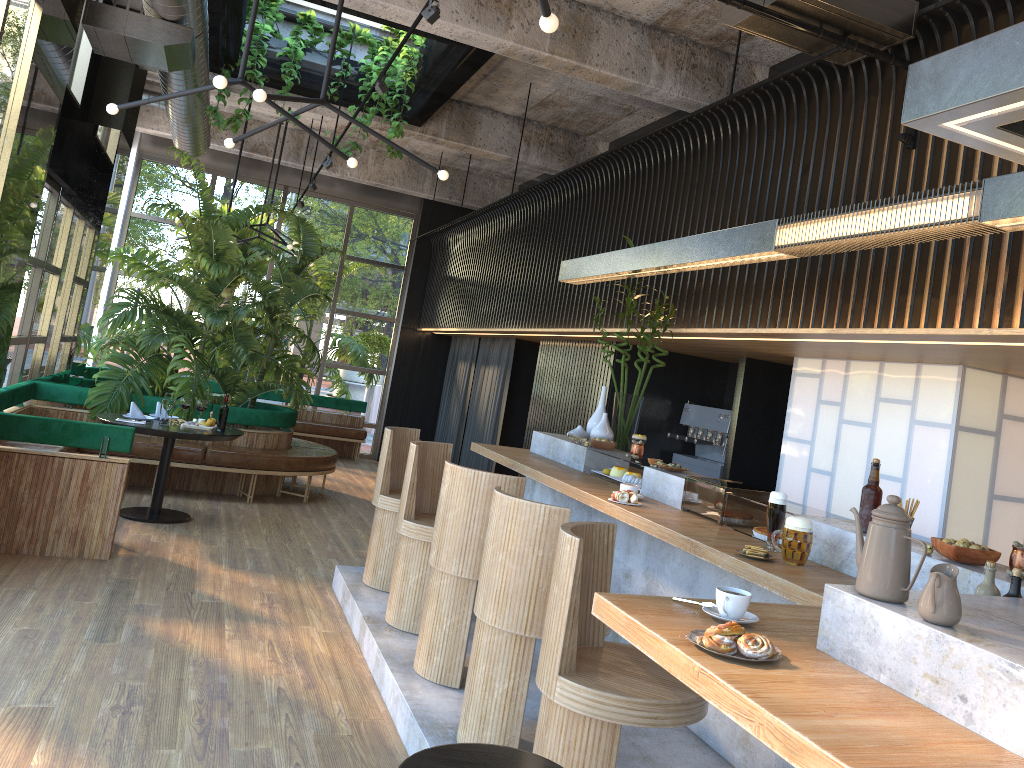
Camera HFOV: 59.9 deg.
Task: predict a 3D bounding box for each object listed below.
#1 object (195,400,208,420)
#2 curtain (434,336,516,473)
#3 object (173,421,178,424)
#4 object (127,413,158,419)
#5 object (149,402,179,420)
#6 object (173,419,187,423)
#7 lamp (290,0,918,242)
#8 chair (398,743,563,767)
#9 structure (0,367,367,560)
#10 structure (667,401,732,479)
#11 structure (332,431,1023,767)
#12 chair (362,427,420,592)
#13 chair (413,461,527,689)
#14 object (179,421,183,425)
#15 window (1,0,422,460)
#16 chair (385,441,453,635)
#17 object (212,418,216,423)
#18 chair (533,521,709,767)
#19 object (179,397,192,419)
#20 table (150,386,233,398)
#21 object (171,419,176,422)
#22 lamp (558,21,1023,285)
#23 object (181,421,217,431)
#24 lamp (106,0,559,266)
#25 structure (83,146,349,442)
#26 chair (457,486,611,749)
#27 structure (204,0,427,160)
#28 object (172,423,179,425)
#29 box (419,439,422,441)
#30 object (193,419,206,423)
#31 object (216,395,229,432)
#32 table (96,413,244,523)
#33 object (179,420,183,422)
[{"bbox_3d":[-2.637,0.239,7.513,0.106,0.202,0.098,12,-4,-31],"label":"object"},{"bbox_3d":[-0.600,0.339,12.037,0.125,2.069,3.170,11,-2,-19],"label":"curtain"},{"bbox_3d":[-2.756,0.314,7.274,0.034,0.019,0.037,9,-1,-8],"label":"object"},{"bbox_3d":[-3.085,0.261,7.381,0.246,0.019,0.162,9,0,29],"label":"object"},{"bbox_3d":[-2.937,0.227,7.520,0.241,0.139,0.223,10,-1,-36],"label":"object"},{"bbox_3d":[-2.750,0.309,7.373,0.100,0.028,0.125,9,0,-5],"label":"object"},{"bbox_3d":[-1.463,-2.456,7.954,3.898,1.538,9.713,9,0,-22],"label":"lamp"},{"bbox_3d":[-0.100,1.201,1.874,0.530,0.700,0.496,11,-3,-25],"label":"chair"},{"bbox_3d":[0.202,0.804,3.852,6.203,1.555,19.481,9,0,-19],"label":"structure"},{"bbox_3d":[1.684,0.976,7.813,0.564,1.604,0.811,11,-4,-20],"label":"structure"},{"bbox_3d":[2.748,1.115,3.963,6.007,1.737,6.903,9,0,-20],"label":"structure"},{"bbox_3d":[-0.623,0.798,5.690,0.556,0.975,0.535,10,-4,-10],"label":"chair"},{"bbox_3d":[-0.129,0.890,4.263,0.546,0.975,0.545,9,-4,3],"label":"chair"},{"bbox_3d":[-2.698,0.318,7.232,0.033,0.031,0.039,9,-2,5],"label":"object"},{"bbox_3d":[-0.435,-1.811,3.626,4.259,6.524,19.717,10,0,-19],"label":"window"},{"bbox_3d":[-0.375,0.844,4.946,0.523,0.975,0.568,6,-5,45],"label":"chair"},{"bbox_3d":[-2.546,0.319,7.513,0.060,0.072,0.204,11,-1,-29],"label":"object"},{"bbox_3d":[0.344,0.978,2.800,0.529,0.975,0.562,8,-4,27],"label":"chair"},{"bbox_3d":[-2.773,0.217,7.502,0.106,0.202,0.098,12,-4,-31],"label":"object"},{"bbox_3d":[-4.033,0.471,10.809,1.142,0.754,1.053,10,-2,-40],"label":"table"},{"bbox_3d":[-2.809,0.302,7.377,0.025,0.025,0.045,9,-1,-1],"label":"object"},{"bbox_3d":[2.757,-1.439,4.166,5.130,2.142,6.511,9,0,-26],"label":"lamp"},{"bbox_3d":[-2.563,0.344,7.302,0.243,0.019,0.346,9,0,-10],"label":"object"},{"bbox_3d":[0.777,-1.905,4.379,5.232,1.831,18.308,9,0,-19],"label":"lamp"},{"bbox_3d":[-3.173,-0.685,9.505,2.517,3.456,2.561,11,-4,-35],"label":"structure"},{"bbox_3d":[0.119,0.936,3.512,0.528,0.975,0.563,7,-4,30],"label":"chair"},{"bbox_3d":[-1.719,-2.909,8.618,2.150,1.525,1.420,9,-2,8],"label":"structure"},{"bbox_3d":[-2.722,0.324,7.181,0.064,0.013,0.143,9,0,-25],"label":"object"},{"bbox_3d":[-1.447,1.019,12.905,0.343,0.445,0.269,11,-4,-31],"label":"box"},{"bbox_3d":[-2.570,0.314,7.401,0.198,0.038,0.062,9,-1,13],"label":"object"},{"bbox_3d":[-2.352,0.237,7.246,0.069,0.301,0.067,10,-5,-4],"label":"object"},{"bbox_3d":[-2.818,0.696,7.182,1.055,0.754,1.140,8,-2,39],"label":"table"},{"bbox_3d":[-2.725,0.312,7.316,0.033,0.032,0.036,10,-2,-22],"label":"object"}]
